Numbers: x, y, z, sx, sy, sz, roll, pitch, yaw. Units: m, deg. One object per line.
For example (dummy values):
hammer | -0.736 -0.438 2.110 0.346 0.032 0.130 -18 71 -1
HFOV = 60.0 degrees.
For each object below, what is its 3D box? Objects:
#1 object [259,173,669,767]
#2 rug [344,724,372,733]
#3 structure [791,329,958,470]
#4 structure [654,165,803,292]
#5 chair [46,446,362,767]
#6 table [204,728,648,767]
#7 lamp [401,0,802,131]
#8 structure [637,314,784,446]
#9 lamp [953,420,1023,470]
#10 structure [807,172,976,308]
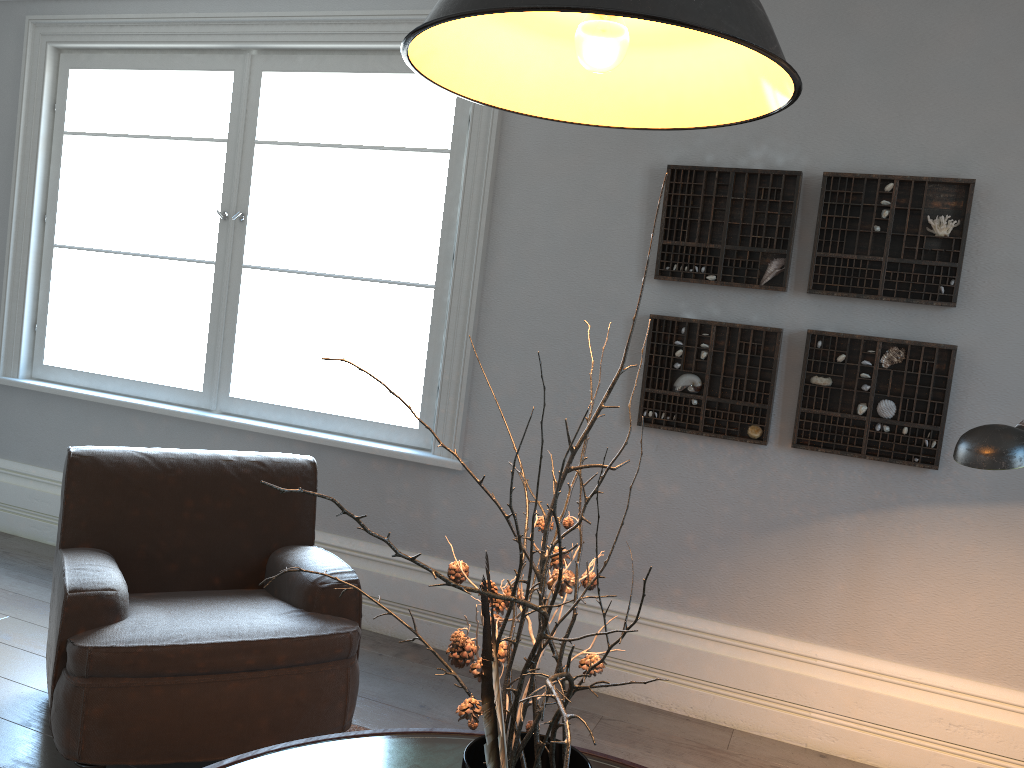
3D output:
object | -0.063 0.243 1.104 0.525 1.065 0.853 6 4 -9
rug | -0.059 1.222 1.198 2.401 0.090 2.819 8 4 21
structure | 1.217 0.047 3.002 0.468 0.416 0.086 8 4 21
structure | 0.771 -0.559 3.179 0.468 0.416 0.099 8 4 21
chair | -0.929 0.661 2.676 0.807 0.795 0.970 5 4 -28
table | -0.059 1.023 1.226 1.300 0.503 1.300 8 4 14
lamp | 0.174 -0.920 1.105 0.504 1.075 0.504 5 4 -22
structure | 0.707 -0.021 3.196 0.468 0.416 0.086 8 4 21
lamp | 1.711 0.597 2.132 1.863 1.644 0.797 5 4 -32
structure | 1.259 -0.488 2.968 0.468 0.416 0.105 8 4 21
